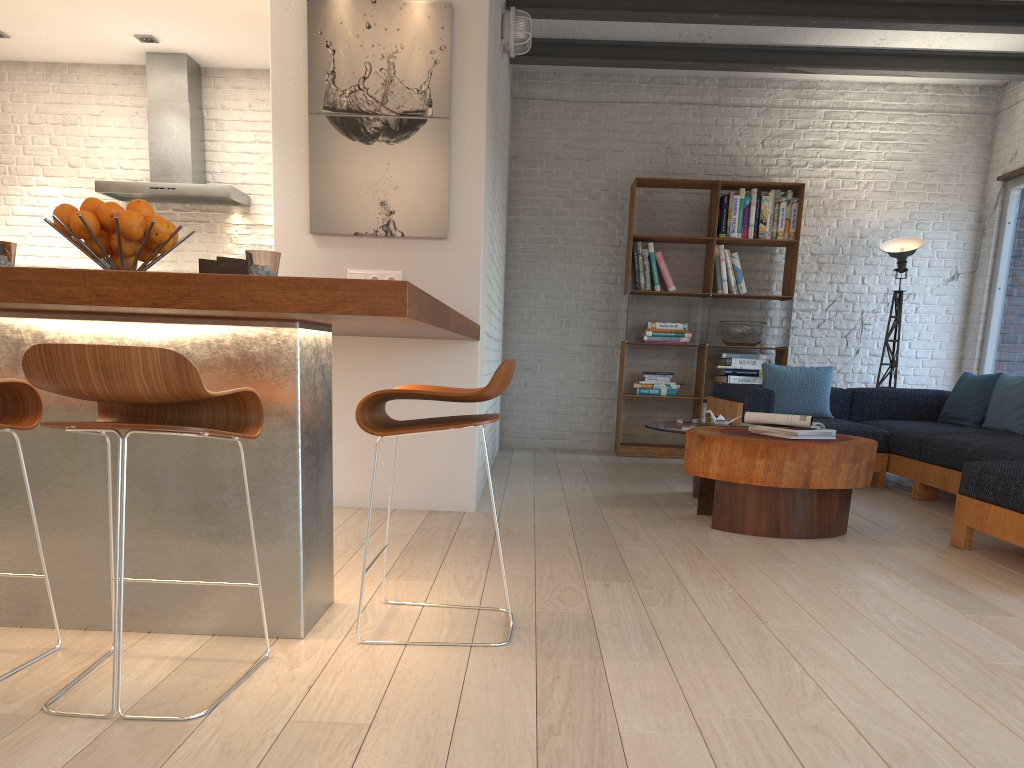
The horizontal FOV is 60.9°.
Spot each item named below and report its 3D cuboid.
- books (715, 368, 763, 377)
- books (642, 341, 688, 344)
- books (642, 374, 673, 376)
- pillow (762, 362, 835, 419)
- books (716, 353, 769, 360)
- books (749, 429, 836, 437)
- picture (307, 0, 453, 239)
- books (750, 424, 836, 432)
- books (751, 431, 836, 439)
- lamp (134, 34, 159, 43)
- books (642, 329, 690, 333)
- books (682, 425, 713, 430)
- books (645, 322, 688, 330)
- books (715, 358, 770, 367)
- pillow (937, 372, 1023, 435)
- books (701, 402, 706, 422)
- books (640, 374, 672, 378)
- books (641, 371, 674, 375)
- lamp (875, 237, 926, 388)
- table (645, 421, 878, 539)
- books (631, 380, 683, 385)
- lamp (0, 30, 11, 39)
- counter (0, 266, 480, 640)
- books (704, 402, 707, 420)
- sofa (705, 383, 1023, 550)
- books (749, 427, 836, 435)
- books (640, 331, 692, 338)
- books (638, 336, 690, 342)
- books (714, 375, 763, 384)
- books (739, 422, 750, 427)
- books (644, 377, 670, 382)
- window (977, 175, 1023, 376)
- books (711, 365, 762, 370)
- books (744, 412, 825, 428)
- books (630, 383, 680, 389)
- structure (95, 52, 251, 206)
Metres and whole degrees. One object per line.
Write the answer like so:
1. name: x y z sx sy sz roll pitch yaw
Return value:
1. books: 1.891 -0.096 7.259 0.326 0.057 0.249 2 2 -4
2. books: 1.265 -0.342 7.244 0.355 0.021 0.266 2 2 1
3. books: 1.217 -0.078 7.318 0.242 0.008 0.152 2 2 1
4. pillow: 2.112 0.055 6.458 0.555 0.420 0.217 2 10 0
5. books: 1.917 -0.230 7.256 0.379 0.037 0.239 2 2 1
6. books: 1.361 0.235 4.247 0.252 0.011 0.312 1 2 -30
7. picture: -0.613 -1.212 4.027 0.655 1.044 0.019 2 12 1
8. books: 1.354 0.214 4.217 0.252 0.011 0.312 1 2 -25
9. books: 1.363 0.247 4.234 0.252 0.011 0.311 2 2 -20
10. lamp: -2.494 -2.375 5.947 0.124 0.056 0.121 2 4 1
11. books: 1.268 -0.437 7.231 0.356 0.021 0.266 2 2 0
12. books: 1.136 0.255 4.965 0.317 0.011 0.247 3 2 14
13. books: 1.278 -0.475 7.220 0.326 0.057 0.249 2 2 3
14. books: 1.920 -0.178 7.271 0.380 0.066 0.239 2 2 -5
15. pillow: 3.265 0.123 5.943 0.243 0.407 1.081 2 3 0
16. books: 1.585 0.346 7.374 0.036 0.394 0.237 2 9 1
17. books: 1.210 -0.065 7.328 0.236 0.019 0.167 2 2 -6
18. books: 1.219 -0.091 7.302 0.252 0.017 0.158 2 2 1
19. lamp: 3.204 -0.231 6.866 0.504 1.896 0.845 -3 11 -26
20. table: 1.274 0.464 4.811 1.075 0.457 1.792 3 2 7
21. books: 1.214 -0.011 7.309 0.380 0.019 0.239 2 2 -6
22. lamp: -3.529 -2.414 5.963 0.124 0.056 0.121 2 4 1
23. counter: -1.042 0.187 3.114 1.685 0.942 2.441 2 3 1
24. books: 1.621 0.347 7.389 0.036 0.394 0.237 2 9 1
25. sofa: 2.508 0.397 4.891 2.079 0.676 3.863 2 2 1
26. books: 1.355 0.225 4.228 0.252 0.011 0.312 1 2 -30
27. books: 1.269 -0.407 7.217 0.380 0.037 0.239 2 2 -5
28. books: 1.256 -0.371 7.231 0.380 0.037 0.239 2 2 -4
29. books: 1.917 -0.034 7.282 0.380 0.066 0.239 2 3 -12
30. books: 1.546 0.251 5.398 0.230 0.023 0.160 1 3 -41
31. books: 1.214 -0.038 7.326 0.206 0.034 0.129 2 2 1
32. window: 4.056 -2.318 0.684 0.648 6.551 12.054 2 4 1
33. books: 1.910 -0.135 7.263 0.444 0.021 0.266 2 2 1
34. books: 1.345 0.198 4.292 0.319 0.112 0.269 4 4 34
35. books: 1.198 0.016 7.325 0.379 0.037 0.239 2 2 1
36. structure: -2.492 -1.872 6.399 0.986 1.020 0.443 2 10 1
